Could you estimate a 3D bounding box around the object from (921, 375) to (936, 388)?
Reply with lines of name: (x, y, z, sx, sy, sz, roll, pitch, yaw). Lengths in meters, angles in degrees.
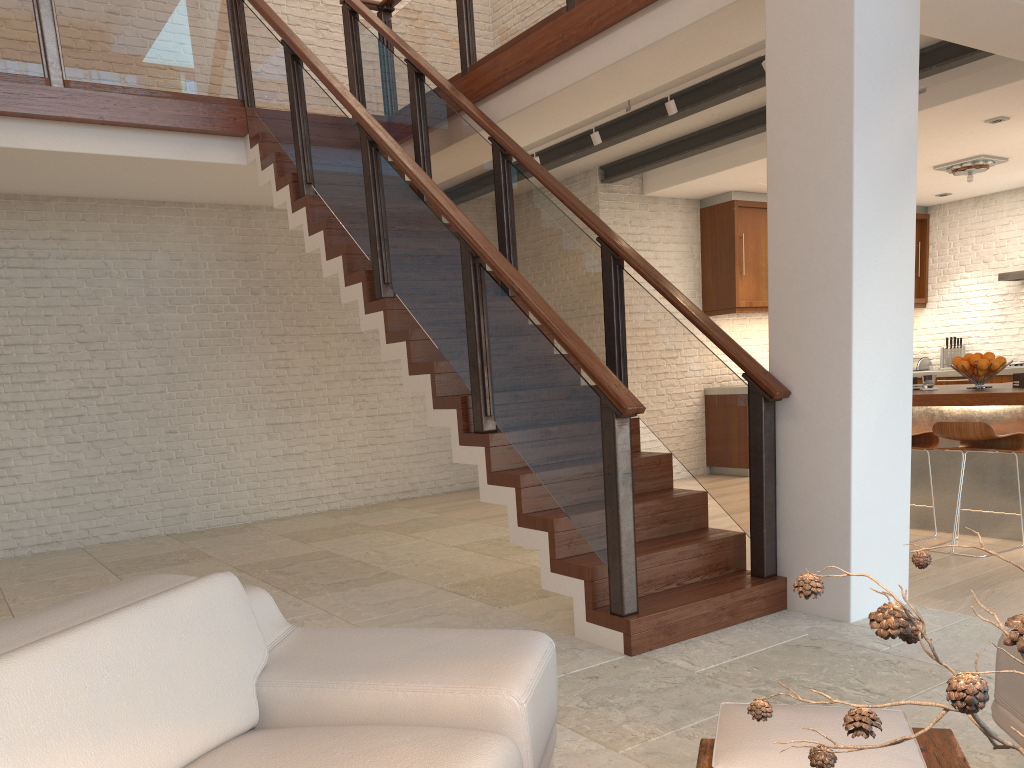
object: (2.719, -0.015, 5.689, 0.090, 0.086, 0.090, -8, 7, -36)

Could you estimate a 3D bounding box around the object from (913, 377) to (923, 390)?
object: (2.732, -0.004, 5.836, 0.093, 0.084, 0.113, -7, 5, -34)

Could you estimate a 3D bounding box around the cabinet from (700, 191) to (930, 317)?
cabinet: (3.451, -1.394, 9.660, 3.304, 1.194, 0.455, -5, 9, -33)

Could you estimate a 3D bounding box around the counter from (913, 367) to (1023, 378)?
counter: (4.399, -0.068, 8.666, 3.295, 0.071, 3.496, -4, 1, -34)

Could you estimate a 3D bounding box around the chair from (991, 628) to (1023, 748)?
chair: (1.754, 0.578, 1.779, 0.967, 1.039, 1.009, -6, 6, -17)

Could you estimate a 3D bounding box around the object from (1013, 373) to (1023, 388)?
object: (3.104, -0.024, 5.279, 0.094, 0.084, 0.112, -3, 4, 11)

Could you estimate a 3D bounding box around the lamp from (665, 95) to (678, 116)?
lamp: (1.006, -1.754, 5.506, 0.085, 0.132, 0.060, -9, 10, -31)

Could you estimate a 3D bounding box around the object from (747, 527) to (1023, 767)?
object: (0.545, 0.475, 1.010, 0.542, 0.621, 0.308, -1, 9, 27)

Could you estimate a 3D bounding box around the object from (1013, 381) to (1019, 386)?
object: (3.143, -0.002, 5.155, 0.196, 0.035, 0.392, -4, 1, -30)

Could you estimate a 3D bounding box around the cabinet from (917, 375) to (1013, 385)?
cabinet: (4.512, -0.616, 8.987, 4.789, 2.900, 2.212, -3, 7, 21)

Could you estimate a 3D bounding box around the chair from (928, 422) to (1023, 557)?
chair: (2.713, 0.592, 5.125, 0.417, 0.793, 0.399, -9, 10, -33)

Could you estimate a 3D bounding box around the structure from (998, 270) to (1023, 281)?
structure: (5.625, -1.627, 8.943, 0.452, 1.015, 0.976, -10, 8, -34)

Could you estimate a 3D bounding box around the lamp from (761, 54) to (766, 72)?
lamp: (1.436, -1.777, 4.861, 0.087, 0.132, 0.057, -2, 9, 16)

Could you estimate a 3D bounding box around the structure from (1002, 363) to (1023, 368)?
structure: (5.660, -0.211, 9.177, 0.583, 0.032, 0.806, -4, 1, -34)

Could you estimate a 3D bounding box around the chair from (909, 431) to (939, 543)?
chair: (2.412, 0.608, 5.567, 0.417, 0.793, 0.399, -9, 10, -33)

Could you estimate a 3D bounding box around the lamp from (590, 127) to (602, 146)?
lamp: (0.590, -1.732, 6.117, 0.085, 0.132, 0.060, -9, 10, -31)

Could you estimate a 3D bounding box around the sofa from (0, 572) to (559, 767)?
sofa: (-0.725, 0.874, 1.456, 1.146, 0.771, 2.281, -3, 2, 17)

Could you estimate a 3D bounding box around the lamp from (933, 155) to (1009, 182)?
lamp: (4.185, -1.932, 7.962, 0.445, 0.174, 0.447, -5, 2, -34)

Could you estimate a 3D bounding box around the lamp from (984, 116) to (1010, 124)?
lamp: (3.598, -1.975, 6.464, 0.122, 0.056, 0.123, -6, 3, -34)

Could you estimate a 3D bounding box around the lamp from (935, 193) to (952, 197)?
lamp: (4.714, -2.084, 9.516, 0.122, 0.056, 0.123, -6, 3, -34)

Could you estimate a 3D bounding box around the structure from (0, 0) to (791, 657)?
structure: (1.452, -1.035, 4.500, 13.696, 4.233, 10.077, -5, 2, -33)

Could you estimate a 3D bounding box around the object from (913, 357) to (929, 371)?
object: (4.864, -0.237, 10.634, 0.247, 0.163, 0.342, -6, 3, -34)

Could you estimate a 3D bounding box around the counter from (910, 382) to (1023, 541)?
counter: (3.554, 0.448, 5.970, 2.468, 0.941, 1.672, -5, 3, -33)

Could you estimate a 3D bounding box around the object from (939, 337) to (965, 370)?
object: (5.171, -0.363, 10.231, 0.065, 0.384, 0.318, -11, 9, -34)

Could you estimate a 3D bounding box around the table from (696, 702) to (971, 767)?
table: (0.916, 0.932, 0.873, 1.974, 0.438, 2.160, -4, 1, 17)

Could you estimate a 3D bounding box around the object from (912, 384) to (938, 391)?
object: (2.710, 0.022, 5.778, 0.203, 0.035, 0.285, -5, 1, -34)

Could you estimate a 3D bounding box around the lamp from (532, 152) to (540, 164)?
lamp: (0.185, -1.710, 6.709, 0.059, 0.132, 0.084, 1, 9, 26)

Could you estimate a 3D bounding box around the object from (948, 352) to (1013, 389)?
object: (2.951, -0.087, 5.494, 0.366, 0.227, 0.355, -3, 4, 22)
